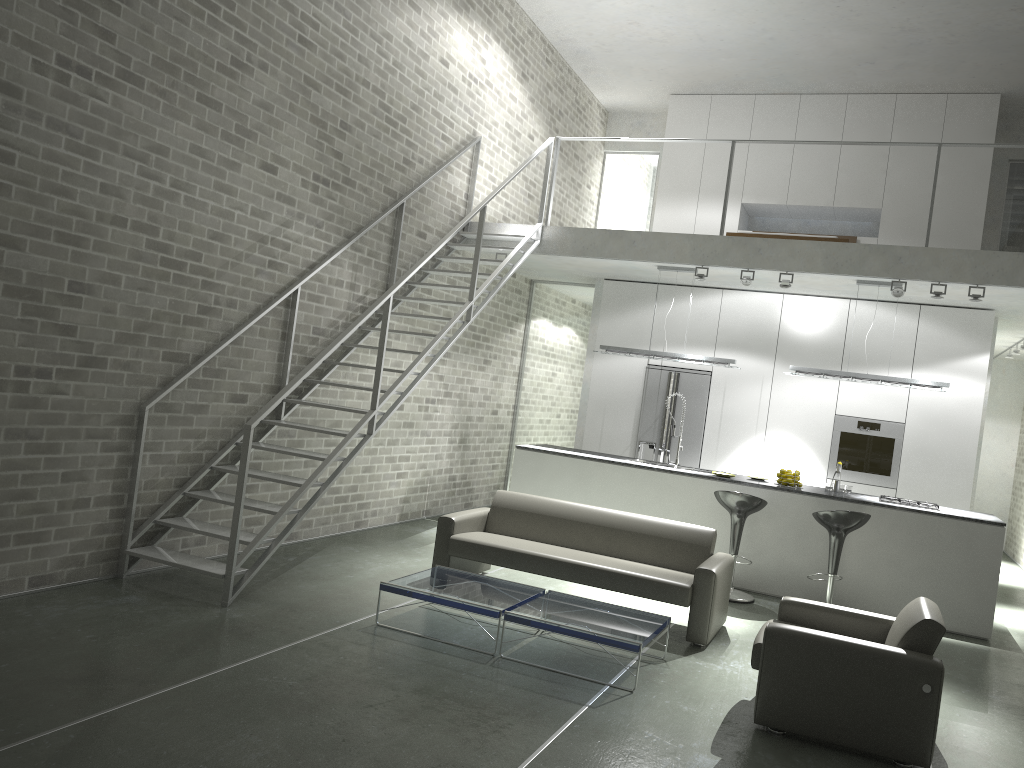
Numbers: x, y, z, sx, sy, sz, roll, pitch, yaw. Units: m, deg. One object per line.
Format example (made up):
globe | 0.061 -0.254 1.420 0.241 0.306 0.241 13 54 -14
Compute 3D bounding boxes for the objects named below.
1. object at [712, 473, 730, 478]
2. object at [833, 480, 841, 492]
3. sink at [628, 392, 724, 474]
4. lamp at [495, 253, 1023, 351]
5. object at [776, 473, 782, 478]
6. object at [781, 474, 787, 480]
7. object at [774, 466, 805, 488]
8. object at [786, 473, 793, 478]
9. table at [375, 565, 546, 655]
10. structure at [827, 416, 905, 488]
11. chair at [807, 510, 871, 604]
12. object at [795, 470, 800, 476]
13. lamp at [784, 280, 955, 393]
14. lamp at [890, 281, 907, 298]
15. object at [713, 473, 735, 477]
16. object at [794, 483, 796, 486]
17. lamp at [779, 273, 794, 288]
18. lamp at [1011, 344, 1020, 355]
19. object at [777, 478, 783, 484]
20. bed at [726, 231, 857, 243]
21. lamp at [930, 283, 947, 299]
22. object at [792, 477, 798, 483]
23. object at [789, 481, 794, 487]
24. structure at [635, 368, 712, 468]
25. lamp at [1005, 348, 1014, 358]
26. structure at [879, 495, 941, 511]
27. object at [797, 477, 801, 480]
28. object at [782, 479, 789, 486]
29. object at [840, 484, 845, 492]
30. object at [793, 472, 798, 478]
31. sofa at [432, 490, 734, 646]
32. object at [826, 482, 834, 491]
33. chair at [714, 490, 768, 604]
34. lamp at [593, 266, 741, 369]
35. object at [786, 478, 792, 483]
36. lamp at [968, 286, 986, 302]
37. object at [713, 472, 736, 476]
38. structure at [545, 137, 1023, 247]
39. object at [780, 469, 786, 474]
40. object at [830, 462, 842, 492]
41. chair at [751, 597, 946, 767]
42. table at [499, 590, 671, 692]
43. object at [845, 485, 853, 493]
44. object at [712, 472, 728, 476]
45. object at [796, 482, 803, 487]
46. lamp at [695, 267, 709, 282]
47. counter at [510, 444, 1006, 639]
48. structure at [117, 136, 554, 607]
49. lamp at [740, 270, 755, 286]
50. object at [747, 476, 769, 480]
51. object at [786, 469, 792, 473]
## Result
object | 1.995 0.868 8.368 0.217 0.017 0.216 8 0 -35
object | 3.058 0.963 8.350 0.060 0.106 0.060 8 0 16
sink | 1.686 0.605 8.908 0.987 1.023 0.546 7 0 22
lamp | 3.141 -0.919 10.349 6.854 0.136 0.110 8 0 -13
object | 2.509 0.860 8.317 0.053 0.051 0.063 8 0 -19
object | 2.539 0.865 8.263 0.062 0.053 0.052 8 0 -16
object | 2.594 0.867 8.283 0.189 0.174 0.207 8 0 -23
object | 2.572 0.848 8.219 0.061 0.052 0.053 7 0 26
table | -0.310 1.419 5.663 0.820 0.270 0.800 7 0 22
structure | 3.779 0.723 9.480 0.692 0.680 0.036 7 0 22
chair | 2.673 1.483 7.350 0.457 0.931 0.464 8 0 3
object | 2.666 0.835 8.287 0.050 0.060 0.059 8 0 12
lamp | 3.420 -0.487 8.403 1.490 0.964 0.290 7 0 22
lamp | 3.519 -0.863 8.076 0.131 0.154 0.098 7 0 22
object | 1.996 0.863 8.368 0.217 0.017 0.216 8 0 -35
object | 2.628 0.932 8.286 0.061 0.055 0.050 8 0 -32
lamp | 2.620 -0.984 8.481 0.115 0.151 0.115 8 0 -25
lamp | 6.640 -0.456 11.669 0.109 0.132 0.109 8 0 -26
object | 2.510 0.907 8.299 0.060 0.057 0.052 8 0 14
bed | 3.477 -1.664 10.945 1.341 0.792 1.957 7 0 22
lamp | 3.828 -0.832 7.966 0.109 0.135 0.109 8 0 -20
object | 2.623 0.893 8.223 0.061 0.055 0.051 8 0 -8
object | 2.590 0.925 8.215 0.051 0.053 0.063 8 0 20
structure | 1.817 0.804 10.307 0.743 1.900 0.160 7 0 22
lamp | 6.873 -0.423 12.238 0.109 0.135 0.109 8 0 -26
structure | 3.572 1.065 7.984 0.500 0.038 0.500 7 0 22
object | 2.664 0.884 8.268 0.061 0.054 0.053 8 0 -31
object | 2.543 0.917 8.248 0.064 0.063 0.074 7 0 33
object | 3.155 0.994 8.487 0.064 0.070 0.063 8 0 -30
object | 2.630 0.844 8.229 0.051 0.053 0.063 7 0 25
sofa | 0.522 1.306 6.630 2.114 0.717 0.902 7 0 22
object | 3.029 0.977 8.460 0.064 0.070 0.063 8 0 -30
chair | 1.935 1.386 7.694 0.457 0.931 0.464 7 0 36
lamp | 1.646 -0.721 9.142 1.490 0.964 0.290 7 0 22
object | 2.559 0.893 8.193 0.061 0.054 0.052 8 0 -10
lamp | 4.110 -0.795 7.849 0.109 0.135 0.109 8 0 -20
object | 1.997 0.854 8.368 0.217 0.017 0.216 8 0 -35
structure | 2.966 -1.804 8.380 5.560 0.972 0.070 7 0 22
object | 2.531 0.819 8.279 0.053 0.051 0.063 8 0 -30
object | 3.081 0.874 8.359 0.088 0.288 0.101 8 0 -38
chair | 1.791 1.470 4.793 0.910 0.717 0.963 7 0 22
table | 0.459 1.521 5.343 0.820 0.270 0.800 7 0 22
object | 3.186 0.998 8.399 0.064 0.070 0.063 7 0 30
object | 1.997 0.858 8.368 0.217 0.017 0.216 8 0 -35
object | 2.671 0.936 8.246 0.062 0.052 0.053 8 0 -38
lamp | 1.874 -1.089 8.777 0.109 0.136 0.109 8 0 -25
counter | 2.159 1.382 8.549 4.400 0.960 0.900 7 0 22
structure | -1.063 -0.681 7.579 0.902 4.246 4.345 7 0 22
lamp | 2.279 -1.029 8.600 0.115 0.151 0.115 8 0 -25
object | 2.396 0.921 8.641 0.217 0.017 0.216 8 0 -42
object | 2.590 0.823 8.285 0.051 0.053 0.063 8 0 14
